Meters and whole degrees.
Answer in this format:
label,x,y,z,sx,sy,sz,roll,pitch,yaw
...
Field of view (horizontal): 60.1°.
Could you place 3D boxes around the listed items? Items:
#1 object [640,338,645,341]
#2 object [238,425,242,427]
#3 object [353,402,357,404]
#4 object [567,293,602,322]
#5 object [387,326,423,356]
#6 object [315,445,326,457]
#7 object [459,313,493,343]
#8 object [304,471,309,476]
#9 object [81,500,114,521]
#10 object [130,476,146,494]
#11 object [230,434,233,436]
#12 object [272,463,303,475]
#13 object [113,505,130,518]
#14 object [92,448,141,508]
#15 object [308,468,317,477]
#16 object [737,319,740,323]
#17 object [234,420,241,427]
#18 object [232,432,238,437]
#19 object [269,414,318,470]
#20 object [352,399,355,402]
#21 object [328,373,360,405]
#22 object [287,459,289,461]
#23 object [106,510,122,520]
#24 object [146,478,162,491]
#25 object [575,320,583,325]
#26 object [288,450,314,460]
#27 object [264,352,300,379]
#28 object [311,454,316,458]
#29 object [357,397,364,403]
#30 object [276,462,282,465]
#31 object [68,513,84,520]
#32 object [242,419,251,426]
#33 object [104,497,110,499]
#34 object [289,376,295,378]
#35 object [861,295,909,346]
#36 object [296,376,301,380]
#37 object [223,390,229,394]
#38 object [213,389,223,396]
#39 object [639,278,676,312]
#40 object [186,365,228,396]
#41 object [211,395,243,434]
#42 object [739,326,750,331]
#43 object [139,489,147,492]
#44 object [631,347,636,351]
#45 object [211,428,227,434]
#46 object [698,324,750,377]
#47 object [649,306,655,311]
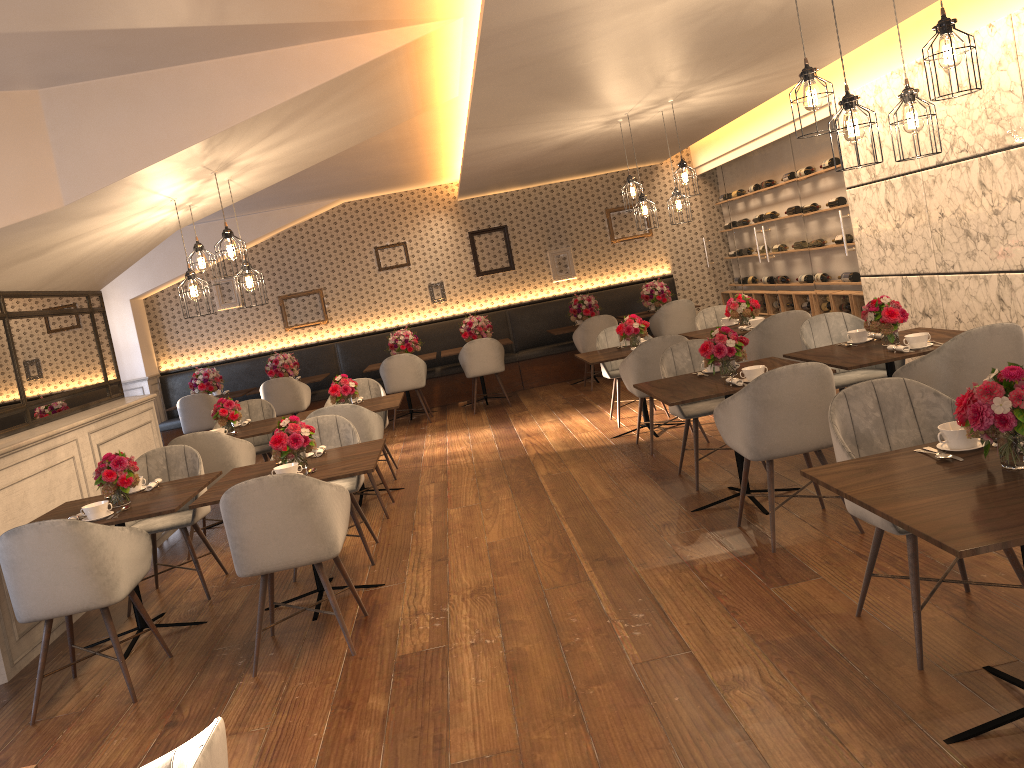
label,x,y,z,sx,sy,sz,roll,pitch,yaw
object,1.145,-0.382,7.815,0.056,0.039,0.176,-11,7,-3
object,-2.221,0.331,7.283,0.025,0.024,0.193,-11,7,-3
object,-1.295,0.148,7.343,0.025,0.024,0.193,-11,7,-3
object,0.917,-0.953,11.247,0.404,0.424,0.423,-7,7,39
object,-1.368,-0.509,11.186,0.404,0.424,0.423,-6,7,40
object,-1.090,0.381,5.043,0.056,0.039,0.176,-11,7,-3
object,-0.448,-0.681,11.145,0.420,0.424,0.407,-11,5,-1
object,-1.043,0.461,4.463,0.022,0.004,0.211,-11,7,-3
object,-2.050,0.629,4.370,0.149,0.072,0.148,-15,8,-36
object,-2.131,0.571,4.974,0.149,0.072,0.148,-15,8,-36
object,-2.142,0.396,6.715,0.022,0.004,0.211,-11,7,-3
object,-1.124,0.445,4.430,0.149,0.072,0.148,-15,8,-36
object,-1.943,0.635,4.397,0.043,0.015,0.198,-11,7,1
object,-2.070,0.485,4.615,0.235,0.300,0.305,-13,6,-28
object,-1.017,0.451,4.458,0.043,0.015,0.198,-11,7,1
object,2.045,-0.560,7.874,0.056,0.039,0.176,-11,7,-3
object,-2.304,0.322,7.286,0.149,0.072,0.148,-15,8,-36
object,-2.116,0.386,6.709,0.043,0.015,0.198,-11,7,1
object,-1.151,0.302,4.687,0.233,0.300,0.307,-9,5,16
object,-1.378,0.139,7.346,0.149,0.072,0.148,-15,8,-36
object,-1.324,0.054,6.999,0.233,0.300,0.307,-9,5,16
object,-1.273,0.439,5.005,0.022,0.004,0.211,-11,7,-3
object,-1.969,0.645,4.403,0.022,0.004,0.211,-11,7,-3
object,-2.016,0.565,4.982,0.056,0.039,0.176,-11,7,-3
object,0.904,-0.818,11.635,0.148,0.072,0.149,-5,9,44
object,-1.205,0.387,5.034,0.149,0.072,0.148,-15,8,-36
object,-2.853,-0.203,10.999,0.421,0.424,0.406,-12,5,-15
object,-1.122,0.396,5.031,0.025,0.024,0.193,-11,7,-3
object,-1.263,0.133,7.355,0.056,0.039,0.176,-11,7,-3
object,-1.309,0.439,5.009,0.043,0.015,0.198,-12,7,-7
object,-2.158,0.668,4.363,0.056,0.039,0.176,-11,7,-3
object,-2.189,0.317,7.294,0.056,0.039,0.176,-11,7,-3
object,-2.234,0.623,4.949,0.043,0.015,0.198,-12,7,-7
object,-2.867,-0.069,11.388,0.148,0.072,0.149,-5,9,44
object,2.154,-0.377,5.088,0.234,0.300,0.306,-11,5,-2
object,-2.752,-0.075,11.397,0.056,0.039,0.176,-11,7,-3
object,-3.660,0.105,11.338,0.056,0.039,0.176,-11,7,-3
object,-3.775,0.111,11.329,0.148,0.072,0.149,-5,9,44
object,1.836,-1.137,11.318,0.404,0.424,0.423,-6,7,40
object,-3.782,-0.019,10.944,0.404,0.424,0.423,-7,7,39
object,-2.243,0.238,6.927,0.235,0.300,0.305,-13,6,-28
object,1.902,-0.458,7.255,0.056,0.039,0.176,-11,7,-3
object,-2.047,0.580,4.971,0.025,0.024,0.193,-11,7,-3
object,1.002,-0.279,7.196,0.056,0.039,0.176,-11,7,-3
object,-2.223,0.381,6.682,0.149,0.072,0.148,-15,8,-36
object,1.218,-0.195,5.056,0.307,0.300,0.234,-13,5,-26
object,1.885,-1.012,11.699,0.148,0.072,0.149,-6,8,39
